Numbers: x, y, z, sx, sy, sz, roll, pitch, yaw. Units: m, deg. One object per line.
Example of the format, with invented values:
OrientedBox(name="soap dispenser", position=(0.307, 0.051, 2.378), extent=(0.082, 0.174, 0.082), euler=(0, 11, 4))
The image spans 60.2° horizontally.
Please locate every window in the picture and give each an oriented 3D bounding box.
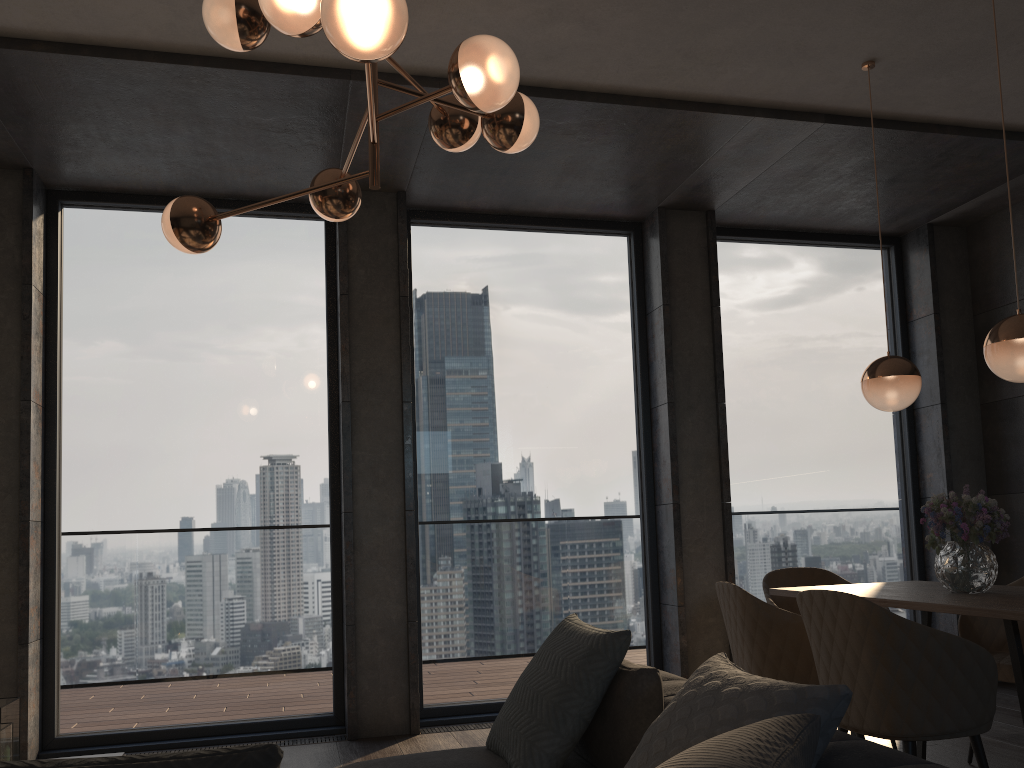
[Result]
OrientedBox(name="window", position=(-0.799, 0.448, 5.090), extent=(7.262, 2.977, 0.201), euler=(0, -5, -14))

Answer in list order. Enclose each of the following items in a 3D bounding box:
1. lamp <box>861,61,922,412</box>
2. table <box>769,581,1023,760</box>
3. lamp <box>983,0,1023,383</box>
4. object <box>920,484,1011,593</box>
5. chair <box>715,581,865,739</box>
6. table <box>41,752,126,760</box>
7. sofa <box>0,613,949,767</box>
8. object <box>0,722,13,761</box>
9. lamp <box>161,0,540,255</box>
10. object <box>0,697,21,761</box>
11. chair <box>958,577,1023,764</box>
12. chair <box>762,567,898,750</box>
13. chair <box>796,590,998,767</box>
OrientedBox(name="lamp", position=(1.592, -0.645, 3.818), extent=(0.239, 1.531, 0.241), euler=(-1, -5, -9))
OrientedBox(name="table", position=(1.715, 1.170, 3.312), extent=(0.769, 0.762, 1.483), euler=(0, -9, -14))
OrientedBox(name="lamp", position=(1.761, -0.768, 3.142), extent=(0.239, 1.531, 0.240), euler=(2, -6, -38))
OrientedBox(name="object", position=(1.727, 0.586, 3.356), extent=(0.329, 0.405, 0.300), euler=(4, -9, -44))
OrientedBox(name="chair", position=(1.094, 1.182, 3.447), extent=(0.510, 0.829, 0.560), euler=(-2, -6, -5))
OrientedBox(name="table", position=(-1.717, 1.387, 2.593), extent=(0.930, 0.306, 0.941), euler=(0, -10, -14))
OrientedBox(name="sofa", position=(-0.648, 0.980, 1.788), extent=(2.910, 0.777, 2.046), euler=(0, -10, -14))
OrientedBox(name="object", position=(-1.539, 1.105, 2.538), extent=(0.150, 0.219, 0.150), euler=(0, -7, -14))
OrientedBox(name="lamp", position=(-0.399, -1.020, 2.713), extent=(1.017, 1.029, 1.476), euler=(4, -10, -38))
OrientedBox(name="object", position=(-1.655, 1.121, 2.724), extent=(0.196, 0.259, 0.201), euler=(0, -7, -14))
OrientedBox(name="chair", position=(2.219, 1.188, 3.712), extent=(0.510, 0.829, 0.560), euler=(0, -7, -20))
OrientedBox(name="chair", position=(1.494, 1.299, 4.202), extent=(0.555, 0.829, 0.515), euler=(-1, -6, -10))
OrientedBox(name="chair", position=(1.245, 1.074, 2.857), extent=(0.510, 0.829, 0.560), euler=(0, -7, -20))
